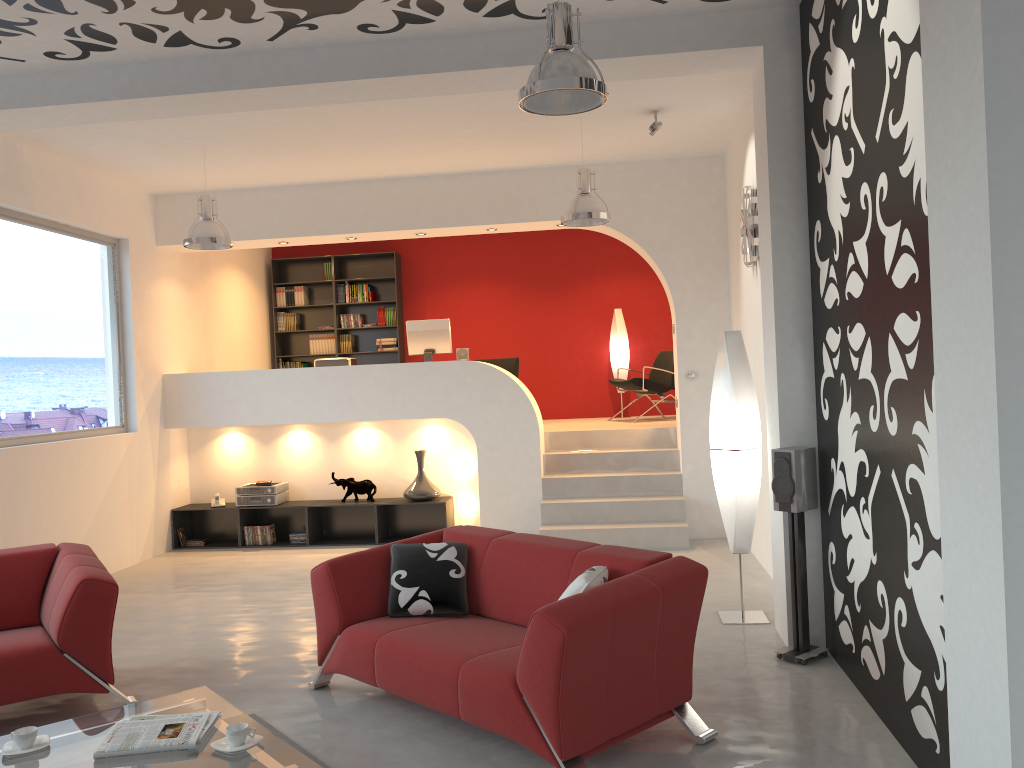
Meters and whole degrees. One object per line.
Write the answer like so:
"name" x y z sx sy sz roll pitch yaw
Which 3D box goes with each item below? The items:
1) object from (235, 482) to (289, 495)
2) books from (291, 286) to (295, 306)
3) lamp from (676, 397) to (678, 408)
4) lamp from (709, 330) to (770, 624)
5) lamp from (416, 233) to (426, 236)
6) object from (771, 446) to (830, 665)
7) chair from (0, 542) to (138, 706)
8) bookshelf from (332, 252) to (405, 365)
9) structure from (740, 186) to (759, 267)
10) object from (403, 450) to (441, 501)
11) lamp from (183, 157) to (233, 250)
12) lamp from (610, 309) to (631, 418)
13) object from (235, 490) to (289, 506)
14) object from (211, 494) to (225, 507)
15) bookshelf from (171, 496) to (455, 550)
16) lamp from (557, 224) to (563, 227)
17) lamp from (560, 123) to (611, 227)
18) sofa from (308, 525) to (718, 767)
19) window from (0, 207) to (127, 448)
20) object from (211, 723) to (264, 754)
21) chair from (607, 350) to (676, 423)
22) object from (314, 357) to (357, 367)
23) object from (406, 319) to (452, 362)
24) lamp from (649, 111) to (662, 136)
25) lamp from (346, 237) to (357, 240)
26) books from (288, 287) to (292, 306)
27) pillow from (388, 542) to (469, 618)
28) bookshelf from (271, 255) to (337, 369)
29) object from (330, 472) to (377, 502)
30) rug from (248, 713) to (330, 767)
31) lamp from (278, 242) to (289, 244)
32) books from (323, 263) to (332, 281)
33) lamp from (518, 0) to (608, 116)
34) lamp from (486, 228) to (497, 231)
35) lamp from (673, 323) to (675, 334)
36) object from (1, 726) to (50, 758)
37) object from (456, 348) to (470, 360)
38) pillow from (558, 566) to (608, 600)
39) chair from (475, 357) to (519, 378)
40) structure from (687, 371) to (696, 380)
"object" -2.502 1.047 8.882 0.430 0.077 0.349 -2 0 7
"books" -2.817 -1.130 11.543 0.040 0.260 0.200 -2 0 7
"lamp" 1.563 0.175 8.411 0.011 0.105 0.105 -2 0 7
"lamp" 1.394 0.562 5.494 0.313 1.779 0.313 -2 0 15
"lamp" -0.890 -1.465 8.675 0.105 0.011 0.105 -3 0 -5
"object" 1.513 0.895 4.696 0.229 1.112 0.214 -3 0 -38
"chair" -2.637 1.267 4.397 1.288 0.738 0.951 -3 0 -33
"bookshelf" -1.818 -0.552 11.402 0.816 2.213 0.305 -2 0 7
"structure" 1.758 -1.169 6.595 0.090 0.596 0.596 -2 0 7
"object" -0.889 0.894 8.690 0.369 0.481 0.369 -3 0 -28
"lamp" -2.444 -1.497 7.086 0.379 0.800 0.379 -3 0 -22
"lamp" 1.340 -0.256 10.998 0.237 1.349 0.237 -2 0 15
"object" -2.499 1.145 8.874 0.430 0.100 0.365 -2 0 7
"object" -2.931 1.155 8.845 0.130 0.117 0.146 -3 0 -18
"bookshelf" -1.971 1.380 8.819 2.764 0.397 0.405 -2 0 7
"lamp" 0.480 -1.524 8.517 0.105 0.011 0.105 -3 0 -5
"lamp" 0.542 -1.626 6.740 0.379 0.800 0.379 -3 0 -22
"sofa" -0.089 1.156 4.155 0.951 0.738 1.929 -3 0 -43
"window" -3.804 -0.432 7.060 0.100 1.800 2.400 -2 0 7
"object" -0.969 1.243 3.126 0.153 0.069 0.153 -2 0 33
"chair" 1.560 0.016 10.188 0.768 0.795 0.664 -3 0 -18
"object" -1.813 -0.163 9.285 0.397 0.217 0.458 -2 0 7
"object" -0.844 -0.430 9.090 0.458 0.452 0.230 -2 0 7
"lamp" 1.079 -1.957 6.663 0.118 0.176 0.112 -3 0 -41
"lamp" -1.585 -1.435 8.756 0.105 0.011 0.105 -3 0 -5
"books" -2.857 -1.128 11.548 0.040 0.260 0.200 -2 0 7
"pillow" -0.423 0.992 4.509 0.402 0.343 0.288 -3 0 -1
"bookshelf" -2.628 -0.517 11.495 0.816 2.213 0.305 -2 0 7
"object" -1.571 1.016 8.794 0.507 0.296 0.191 -2 0 22
"rug" -1.359 1.584 3.007 1.700 0.025 1.700 -3 0 -38
"lamp" -2.279 -1.405 8.836 0.105 0.011 0.105 -3 0 -5
"books" -2.346 -1.441 11.497 0.146 0.240 0.170 -2 0 7
"lamp" 0.199 -1.592 3.760 0.379 0.800 0.379 -3 0 -1
"lamp" -0.195 -1.495 8.595 0.105 0.011 0.105 -3 0 -5
"lamp" 1.532 -0.523 8.407 0.011 0.105 0.105 -2 0 7
"object" -1.742 1.277 3.179 0.153 0.069 0.153 -3 0 -27
"object" -0.505 -0.293 9.103 0.133 0.147 0.151 -3 0 -10
"pillow" 0.258 0.966 3.780 0.288 0.343 0.402 -2 0 14
"chair" -0.322 0.097 10.347 0.664 0.795 0.768 -2 0 27
"structure" 1.647 -0.077 8.139 0.080 0.080 0.016 -2 0 7
